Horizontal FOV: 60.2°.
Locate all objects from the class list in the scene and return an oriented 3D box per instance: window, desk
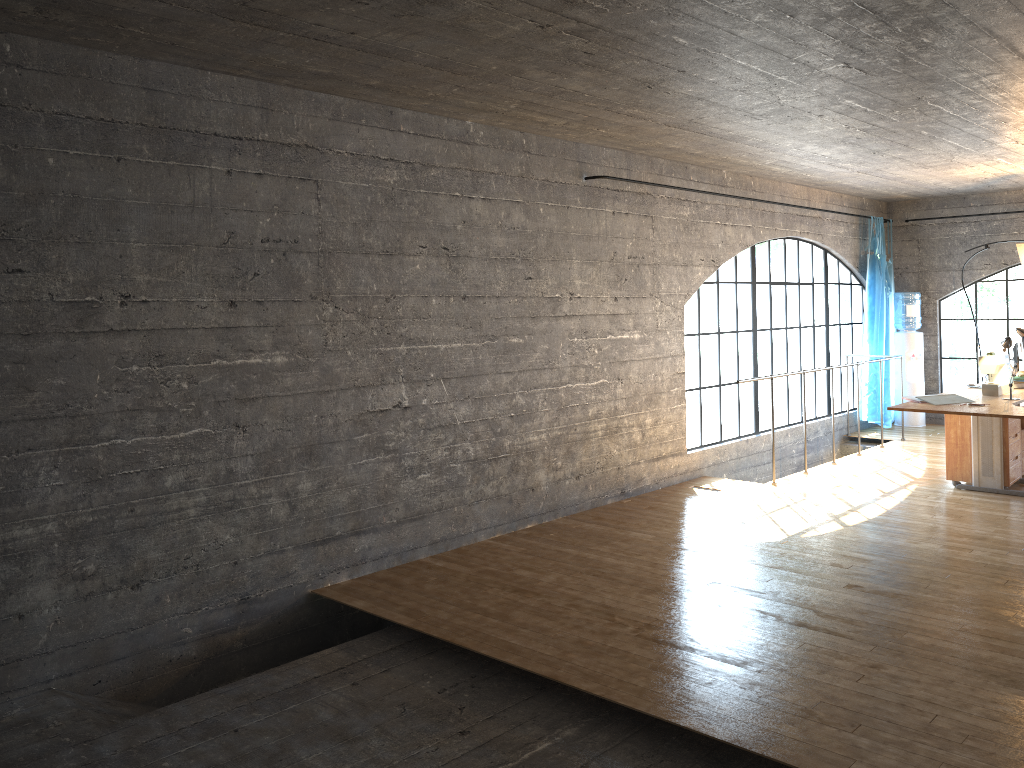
[{"bbox_3d":[4.846,-0.535,8.366,6.942,1.870,3.197,-1,4,3],"label":"window"},{"bbox_3d":[4.086,0.416,6.182,1.636,0.738,3.518,3,6,44],"label":"desk"}]

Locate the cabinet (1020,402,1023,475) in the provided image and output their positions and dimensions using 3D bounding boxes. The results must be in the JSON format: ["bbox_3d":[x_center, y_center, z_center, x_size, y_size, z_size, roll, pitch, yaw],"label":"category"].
[{"bbox_3d":[3.891,0.433,6.947,0.426,0.572,0.472,-2,2,-39],"label":"cabinet"}]

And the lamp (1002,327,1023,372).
[{"bbox_3d":[4.217,-0.270,7.410,0.207,0.409,0.105,-1,0,11],"label":"lamp"}]

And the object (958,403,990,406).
[{"bbox_3d":[2.857,0.128,5.453,0.128,0.013,0.142,-6,7,-43],"label":"object"}]

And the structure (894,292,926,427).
[{"bbox_3d":[4.406,-0.281,9.810,0.327,1.476,0.326,-1,0,-26],"label":"structure"}]

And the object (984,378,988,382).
[{"bbox_3d":[3.756,-0.075,6.882,0.133,0.129,0.039,1,1,39],"label":"object"}]

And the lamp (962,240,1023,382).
[{"bbox_3d":[4.937,-0.568,10.308,0.386,1.928,6.261,-1,5,8],"label":"lamp"}]

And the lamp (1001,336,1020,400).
[{"bbox_3d":[3.241,-0.104,5.743,0.105,0.409,0.207,-1,1,30],"label":"lamp"}]

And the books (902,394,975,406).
[{"bbox_3d":[2.736,0.094,5.678,0.307,0.044,0.318,-2,5,-12],"label":"books"}]

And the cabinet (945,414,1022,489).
[{"bbox_3d":[3.520,0.473,6.584,0.426,0.572,0.426,0,2,41],"label":"cabinet"}]

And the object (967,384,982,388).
[{"bbox_3d":[3.446,0.017,6.500,0.075,0.025,0.181,-2,5,-17],"label":"object"}]

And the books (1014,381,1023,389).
[{"bbox_3d":[3.631,-0.002,6.516,0.260,0.054,0.291,-2,5,-6],"label":"books"}]

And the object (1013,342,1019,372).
[{"bbox_3d":[4.290,-0.215,7.517,0.085,0.277,0.085,-1,0,-3],"label":"object"}]

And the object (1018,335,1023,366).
[{"bbox_3d":[4.537,-0.280,7.561,0.470,0.391,0.286,-2,2,-22],"label":"object"}]

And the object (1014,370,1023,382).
[{"bbox_3d":[3.891,-0.051,6.584,0.253,0.130,0.255,-5,5,-44],"label":"object"}]

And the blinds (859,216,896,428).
[{"bbox_3d":[4.017,-0.675,9.573,0.262,2.284,0.947,-1,0,40],"label":"blinds"}]

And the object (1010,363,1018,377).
[{"bbox_3d":[4.093,-0.132,7.260,0.190,0.164,0.169,0,3,28],"label":"object"}]

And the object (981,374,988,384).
[{"bbox_3d":[3.684,-0.069,6.800,0.099,0.135,0.155,-1,3,-12],"label":"object"}]

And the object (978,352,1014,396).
[{"bbox_3d":[3.352,-0.077,6.124,0.136,0.284,0.403,-1,3,43],"label":"object"}]
